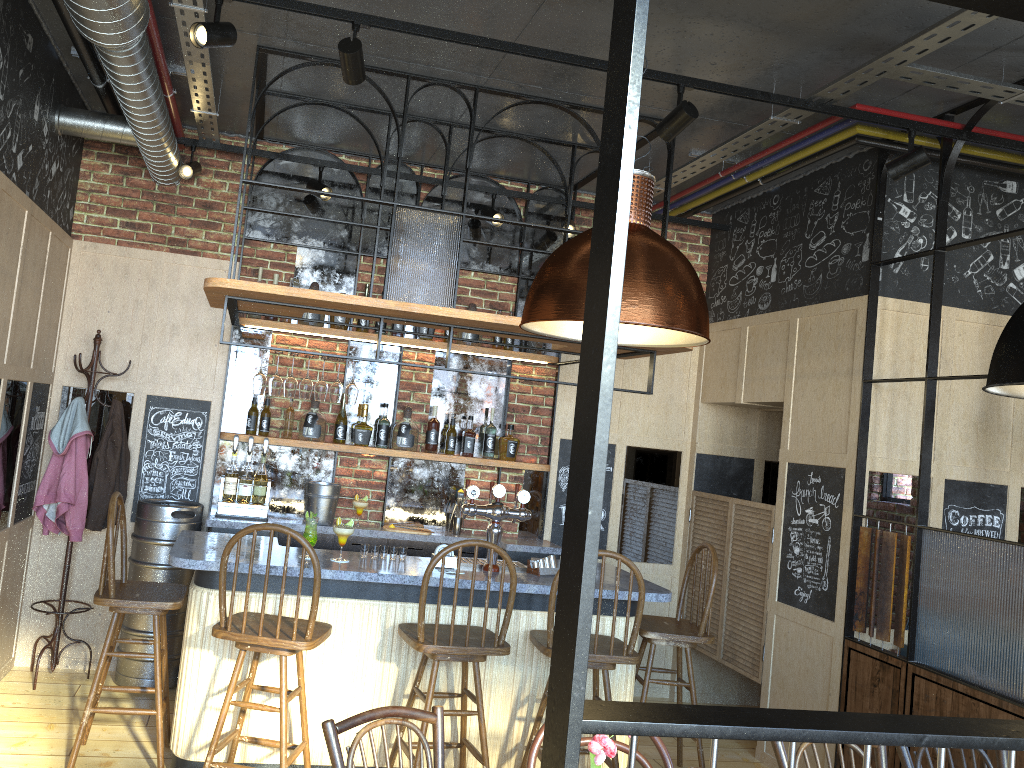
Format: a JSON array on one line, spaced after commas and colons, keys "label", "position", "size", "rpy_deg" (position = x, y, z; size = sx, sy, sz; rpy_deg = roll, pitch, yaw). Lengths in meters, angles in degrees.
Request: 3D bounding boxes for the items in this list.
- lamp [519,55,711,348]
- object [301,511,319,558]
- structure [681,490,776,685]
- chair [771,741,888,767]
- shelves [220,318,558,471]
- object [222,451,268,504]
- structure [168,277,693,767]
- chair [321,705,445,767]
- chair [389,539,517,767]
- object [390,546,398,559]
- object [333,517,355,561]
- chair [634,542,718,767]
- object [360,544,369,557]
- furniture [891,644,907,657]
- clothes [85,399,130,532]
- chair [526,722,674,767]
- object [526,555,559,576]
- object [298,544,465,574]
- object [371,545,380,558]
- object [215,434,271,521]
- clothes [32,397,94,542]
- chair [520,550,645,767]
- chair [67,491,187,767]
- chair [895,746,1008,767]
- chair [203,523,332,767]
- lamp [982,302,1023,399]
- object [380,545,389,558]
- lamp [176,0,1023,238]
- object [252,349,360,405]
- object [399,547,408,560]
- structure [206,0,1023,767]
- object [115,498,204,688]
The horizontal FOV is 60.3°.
[{"label": "lamp", "position": [0.265, -0.758, 1.777], "size": [0.351, 1.336, 0.386], "rpy_deg": [9, -5, -41]}, {"label": "object", "position": [-0.932, 0.693, 4.075], "size": [0.066, 0.211, 0.071], "rpy_deg": [8, -5, -31]}, {"label": "structure", "position": [-0.516, 0.935, 4.230], "size": [4.768, 0.996, 1.328], "rpy_deg": [9, -5, -38]}, {"label": "chair", "position": [0.917, 1.411, 2.215], "size": [0.397, 0.916, 0.532], "rpy_deg": [7, -4, -15]}, {"label": "shelves", "position": [-0.783, 0.084, 5.770], "size": [2.078, 0.747, 0.615], "rpy_deg": [7, -4, -12]}, {"label": "object", "position": [-1.596, 0.561, 5.304], "size": [0.254, 0.303, 0.087], "rpy_deg": [7, -4, -11]}, {"label": "structure", "position": [-0.565, 0.769, 4.756], "size": [2.293, 2.176, 1.774], "rpy_deg": [7, -4, -13]}, {"label": "chair", "position": [-0.201, 1.280, 2.005], "size": [0.386, 0.916, 0.546], "rpy_deg": [9, -5, -39]}, {"label": "chair", "position": [-0.268, 1.240, 3.768], "size": [0.422, 1.196, 0.424], "rpy_deg": [7, -4, -20]}, {"label": "object", "position": [-0.578, 0.823, 4.298], "size": [0.040, 0.059, 0.043], "rpy_deg": [8, -4, -24]}, {"label": "object", "position": [-0.785, 0.716, 4.085], "size": [0.108, 0.197, 0.103], "rpy_deg": [5, -4, 14]}, {"label": "chair", "position": [0.780, 1.392, 4.484], "size": [0.410, 1.196, 0.437], "rpy_deg": [6, -4, -5]}, {"label": "object", "position": [-0.714, 0.806, 4.263], "size": [0.040, 0.059, 0.043], "rpy_deg": [8, -4, -24]}, {"label": "furniture", "position": [2.752, 1.744, 3.753], "size": [1.462, 0.823, 1.471], "rpy_deg": [7, -4, -14]}, {"label": "clothes", "position": [-2.329, 0.475, 5.124], "size": [0.206, 0.771, 0.243], "rpy_deg": [7, -4, -17]}, {"label": "chair", "position": [0.220, 1.335, 2.171], "size": [0.441, 0.921, 0.545], "rpy_deg": [6, -4, 3]}, {"label": "object", "position": [0.168, 0.888, 4.323], "size": [0.169, 0.091, 0.095], "rpy_deg": [9, -5, -38]}, {"label": "object", "position": [-0.597, 0.785, 4.083], "size": [0.752, 0.106, 0.204], "rpy_deg": [7, -4, -11]}, {"label": "object", "position": [-0.665, 0.812, 4.272], "size": [0.040, 0.059, 0.043], "rpy_deg": [8, -4, -24]}, {"label": "object", "position": [-1.592, 0.555, 5.290], "size": [0.304, 0.492, 0.208], "rpy_deg": [7, -4, -13]}, {"label": "clothes", "position": [-2.465, 0.462, 4.877], "size": [0.276, 0.792, 0.235], "rpy_deg": [5, -4, 13]}, {"label": "chair", "position": [0.298, 1.306, 3.881], "size": [0.429, 1.196, 0.418], "rpy_deg": [6, -4, -10]}, {"label": "chair", "position": [-1.695, 1.101, 3.993], "size": [0.403, 1.196, 0.444], "rpy_deg": [7, -4, -15]}, {"label": "chair", "position": [1.302, 1.459, 2.341], "size": [0.400, 0.916, 0.528], "rpy_deg": [6, -4, -10]}, {"label": "chair", "position": [-0.989, 1.153, 3.592], "size": [0.440, 1.196, 0.407], "rpy_deg": [5, -4, 5]}, {"label": "lamp", "position": [1.422, -0.628, 2.005], "size": [0.529, 1.328, 0.528], "rpy_deg": [6, -4, -1]}, {"label": "object", "position": [-0.624, 0.818, 4.298], "size": [0.040, 0.059, 0.043], "rpy_deg": [8, -4, -24]}, {"label": "lamp", "position": [0.451, -1.227, 2.567], "size": [7.084, 0.274, 6.386], "rpy_deg": [7, -3, -13]}, {"label": "object", "position": [-0.961, -0.029, 4.135], "size": [0.488, 0.208, 0.067], "rpy_deg": [7, -4, -11]}, {"label": "object", "position": [-0.533, 0.828, 4.307], "size": [0.042, 0.059, 0.042], "rpy_deg": [6, -4, -3]}, {"label": "structure", "position": [-0.082, 0.131, 2.805], "size": [5.609, 3.330, 6.276], "rpy_deg": [8, -4, -30]}, {"label": "object", "position": [-2.041, 1.205, 5.109], "size": [0.412, 1.036, 0.386], "rpy_deg": [4, -4, 21]}]
